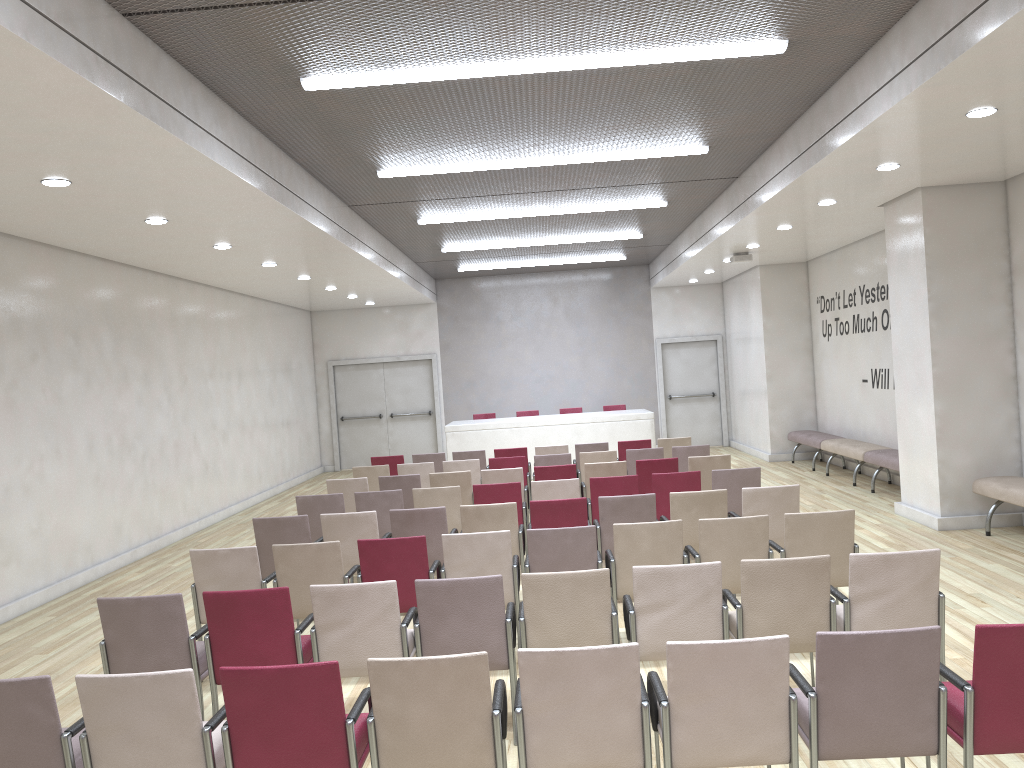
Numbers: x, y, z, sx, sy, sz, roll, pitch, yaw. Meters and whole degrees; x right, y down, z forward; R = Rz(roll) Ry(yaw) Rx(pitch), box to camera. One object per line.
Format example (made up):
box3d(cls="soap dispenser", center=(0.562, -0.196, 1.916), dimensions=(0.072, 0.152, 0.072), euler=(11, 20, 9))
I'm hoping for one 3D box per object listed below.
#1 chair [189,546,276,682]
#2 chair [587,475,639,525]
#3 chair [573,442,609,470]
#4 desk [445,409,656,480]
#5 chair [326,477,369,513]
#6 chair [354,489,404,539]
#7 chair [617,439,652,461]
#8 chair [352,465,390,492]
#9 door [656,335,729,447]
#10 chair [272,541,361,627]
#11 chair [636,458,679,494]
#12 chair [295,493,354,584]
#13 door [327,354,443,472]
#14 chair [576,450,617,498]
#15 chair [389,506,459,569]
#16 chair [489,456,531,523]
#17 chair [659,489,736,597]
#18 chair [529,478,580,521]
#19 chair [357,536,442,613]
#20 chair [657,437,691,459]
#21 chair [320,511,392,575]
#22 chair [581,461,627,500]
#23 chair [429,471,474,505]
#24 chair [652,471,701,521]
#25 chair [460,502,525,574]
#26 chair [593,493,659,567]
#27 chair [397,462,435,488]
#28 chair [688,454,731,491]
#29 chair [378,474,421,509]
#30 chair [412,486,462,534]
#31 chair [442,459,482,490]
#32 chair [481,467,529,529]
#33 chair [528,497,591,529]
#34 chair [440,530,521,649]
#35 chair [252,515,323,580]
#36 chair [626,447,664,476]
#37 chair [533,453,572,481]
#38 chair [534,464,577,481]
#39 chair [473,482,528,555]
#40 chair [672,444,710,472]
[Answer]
box3d(cls="chair", center=(-1.841, 1.505, 6.073), dimensions=(0.513, 0.890, 0.640), euler=(-4, 1, 3))
box3d(cls="chair", center=(0.976, 1.285, 8.430), dimensions=(0.513, 0.890, 0.640), euler=(-4, 1, 3))
box3d(cls="chair", center=(1.104, 1.226, 12.119), dimensions=(0.513, 0.890, 0.640), euler=(-4, 1, 3))
box3d(cls="desk", center=(0.700, 1.121, 16.149), dimensions=(3.652, 1.042, 1.456), euler=(-4, 1, 2))
box3d(cls="chair", center=(-1.721, 1.447, 9.754), dimensions=(0.513, 0.890, 0.640), euler=(-4, 1, 3))
box3d(cls="chair", center=(-1.203, 1.429, 8.511), dimensions=(0.513, 0.890, 0.640), euler=(-4, 1, 2))
box3d(cls="chair", center=(1.667, 1.188, 12.101), dimensions=(0.513, 0.890, 0.640), euler=(-4, 1, 1))
box3d(cls="chair", center=(-1.672, 1.426, 10.996), dimensions=(0.513, 0.890, 0.640), euler=(-4, 1, 1))
box3d(cls="door", center=(3.867, 0.189, 19.077), dimensions=(1.400, 2.400, 0.200), euler=(-4, 1, 2))
box3d(cls="chair", center=(-1.299, 1.469, 6.052), dimensions=(0.513, 0.890, 0.640), euler=(-4, 1, 2))
box3d(cls="chair", center=(1.568, 1.229, 9.652), dimensions=(0.513, 0.890, 0.640), euler=(-4, 1, 2))
box3d(cls="chair", center=(-1.756, 1.466, 8.537), dimensions=(0.513, 0.890, 0.640), euler=(-4, 1, 1))
box3d(cls="door", center=(-2.739, 0.627, 19.305), dimensions=(2.373, 2.400, 0.200), euler=(-4, 1, 2))
box3d(cls="chair", center=(1.065, 1.245, 10.902), dimensions=(0.513, 0.890, 0.640), euler=(-4, 1, 2))
box3d(cls="chair", center=(-0.701, 1.413, 7.258), dimensions=(0.513, 0.890, 0.640), euler=(-4, 1, 3))
box3d(cls="chair", center=(-0.021, 1.317, 10.943), dimensions=(0.513, 0.890, 0.640), euler=(-4, 1, 2))
box3d(cls="chair", center=(1.485, 1.268, 7.185), dimensions=(0.513, 0.890, 0.640), euler=(-4, 1, 1))
box3d(cls="chair", center=(0.434, 1.321, 8.457), dimensions=(0.513, 0.890, 0.640), euler=(-4, 1, 2))
box3d(cls="chair", center=(-0.743, 1.432, 6.031), dimensions=(0.513, 0.890, 0.640), euler=(-4, 1, 2))
box3d(cls="chair", center=(2.198, 1.153, 12.078), dimensions=(0.513, 0.890, 0.640), euler=(-4, 1, 2))
box3d(cls="chair", center=(-1.249, 1.449, 7.275), dimensions=(0.513, 0.890, 0.640), euler=(-4, 1, 2))
box3d(cls="chair", center=(1.023, 1.265, 9.670), dimensions=(0.513, 0.890, 0.640), euler=(-4, 1, 1))
box3d(cls="chair", center=(-0.625, 1.374, 9.729), dimensions=(0.513, 0.890, 0.640), euler=(-4, 1, 1))
box3d(cls="chair", center=(1.543, 1.247, 8.420), dimensions=(0.513, 0.890, 0.640), euler=(-4, 1, 2))
box3d(cls="chair", center=(-0.147, 1.376, 7.236), dimensions=(0.513, 0.890, 0.640), euler=(-4, 1, 2))
box3d(cls="chair", center=(0.935, 1.304, 7.213), dimensions=(0.513, 0.890, 0.640), euler=(-4, 1, 2))
box3d(cls="chair", center=(-1.124, 1.390, 10.966), dimensions=(0.513, 0.890, 0.640), euler=(-4, 1, 2))
box3d(cls="chair", center=(2.115, 1.192, 9.631), dimensions=(0.513, 0.890, 0.640), euler=(-4, 1, 2))
box3d(cls="chair", center=(-1.166, 1.410, 9.736), dimensions=(0.513, 0.890, 0.640), euler=(-4, 1, 1))
box3d(cls="chair", center=(-0.662, 1.393, 8.494), dimensions=(0.513, 0.890, 0.640), euler=(-4, 1, 2))
box3d(cls="chair", center=(-0.580, 1.354, 10.959), dimensions=(0.513, 0.890, 0.640), euler=(-4, 1, 1))
box3d(cls="chair", center=(-0.067, 1.337, 9.698), dimensions=(0.513, 0.890, 0.640), euler=(-4, 1, 3))
box3d(cls="chair", center=(0.396, 1.340, 7.237), dimensions=(0.513, 0.890, 0.640), euler=(-4, 1, 1))
box3d(cls="chair", center=(-0.198, 1.396, 6.025), dimensions=(0.513, 0.890, 0.640), euler=(-4, 1, 1))
box3d(cls="chair", center=(-1.792, 1.485, 7.309), dimensions=(0.513, 0.890, 0.640), euler=(-4, 1, 3))
box3d(cls="chair", center=(1.622, 1.208, 10.869), dimensions=(0.513, 0.890, 0.640), euler=(-4, 1, 2))
box3d(cls="chair", center=(0.525, 1.281, 10.909), dimensions=(0.513, 0.890, 0.640), euler=(-4, 1, 2))
box3d(cls="chair", center=(0.488, 1.300, 9.678), dimensions=(0.513, 0.890, 0.640), euler=(-4, 1, 1))
box3d(cls="chair", center=(-0.106, 1.356, 8.484), dimensions=(0.513, 0.890, 0.640), euler=(-4, 1, 1))
box3d(cls="chair", center=(2.170, 1.172, 10.848), dimensions=(0.513, 0.890, 0.640), euler=(-4, 1, 3))
